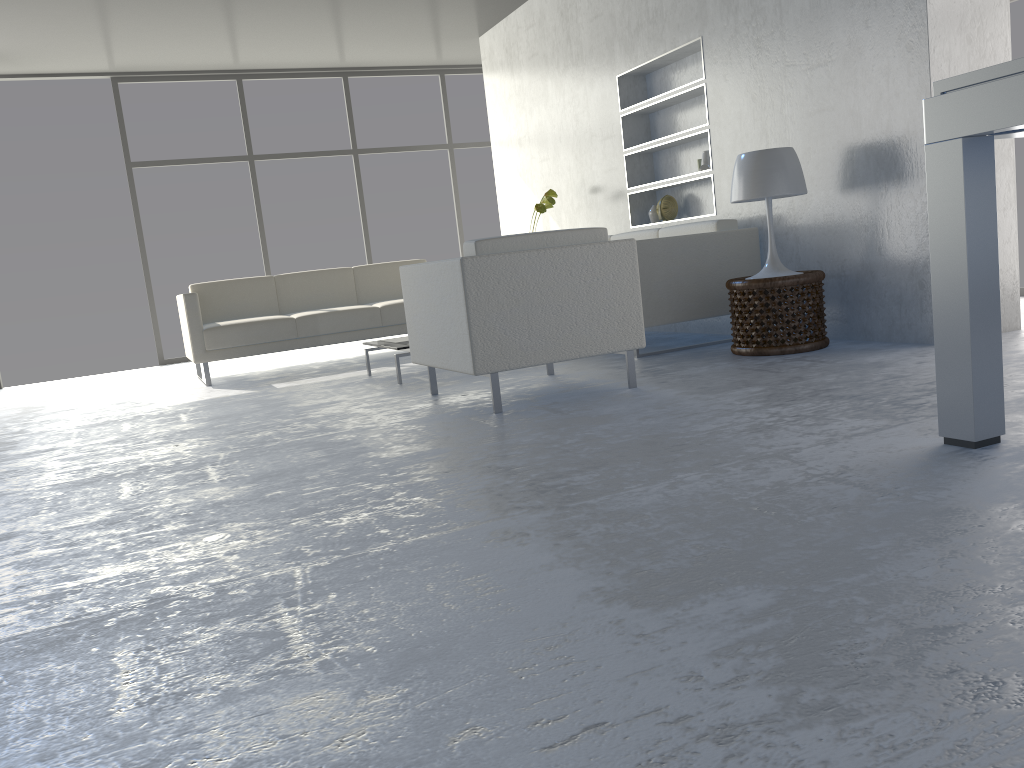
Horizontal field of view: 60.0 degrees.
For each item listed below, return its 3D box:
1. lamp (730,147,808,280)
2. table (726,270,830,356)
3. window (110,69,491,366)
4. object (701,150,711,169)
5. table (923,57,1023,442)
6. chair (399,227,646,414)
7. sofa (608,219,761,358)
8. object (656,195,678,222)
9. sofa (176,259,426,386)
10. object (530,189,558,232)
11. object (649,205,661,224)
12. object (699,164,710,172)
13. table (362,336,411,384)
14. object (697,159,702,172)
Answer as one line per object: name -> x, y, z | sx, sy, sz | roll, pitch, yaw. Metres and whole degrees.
lamp -> 1.207, -0.792, 4.153 | 0.347, 0.582, 0.347 | -1, 10, 35
table -> 1.259, -0.338, 4.214 | 0.452, 0.358, 0.452 | 0, 10, 42
window -> -1.400, -1.697, 8.451 | 4.080, 2.477, 0.037 | -10, 8, -22
object -> 1.155, -1.311, 5.240 | 0.079, 0.130, 0.079 | -10, 9, -24
table -> 2.182, -0.401, 1.969 | 2.095, 0.835, 1.180 | -10, 8, -22
chair -> 0.020, -0.293, 3.772 | 0.748, 0.662, 0.821 | -10, 8, -22
sofa -> 0.593, -0.587, 5.443 | 0.821, 0.658, 1.881 | -10, 8, -22
object -> 0.977, -1.123, 5.689 | 0.088, 0.179, 0.163 | -12, 9, -32
sofa -> -1.304, -0.478, 6.230 | 1.881, 0.658, 0.821 | -10, 8, -22
object -> 0.187, -0.872, 6.417 | 0.387, 1.051, 0.400 | -6, 8, 5
object -> 0.944, -1.113, 5.839 | 0.086, 0.128, 0.086 | -8, 8, -12
object -> 1.127, -1.259, 5.182 | 0.064, 0.050, 0.064 | -9, 8, -17
table -> -0.371, -0.180, 5.014 | 0.773, 0.190, 0.730 | -10, 8, -22
object -> 1.129, -1.300, 5.322 | 0.074, 0.094, 0.074 | -2, 9, 31
